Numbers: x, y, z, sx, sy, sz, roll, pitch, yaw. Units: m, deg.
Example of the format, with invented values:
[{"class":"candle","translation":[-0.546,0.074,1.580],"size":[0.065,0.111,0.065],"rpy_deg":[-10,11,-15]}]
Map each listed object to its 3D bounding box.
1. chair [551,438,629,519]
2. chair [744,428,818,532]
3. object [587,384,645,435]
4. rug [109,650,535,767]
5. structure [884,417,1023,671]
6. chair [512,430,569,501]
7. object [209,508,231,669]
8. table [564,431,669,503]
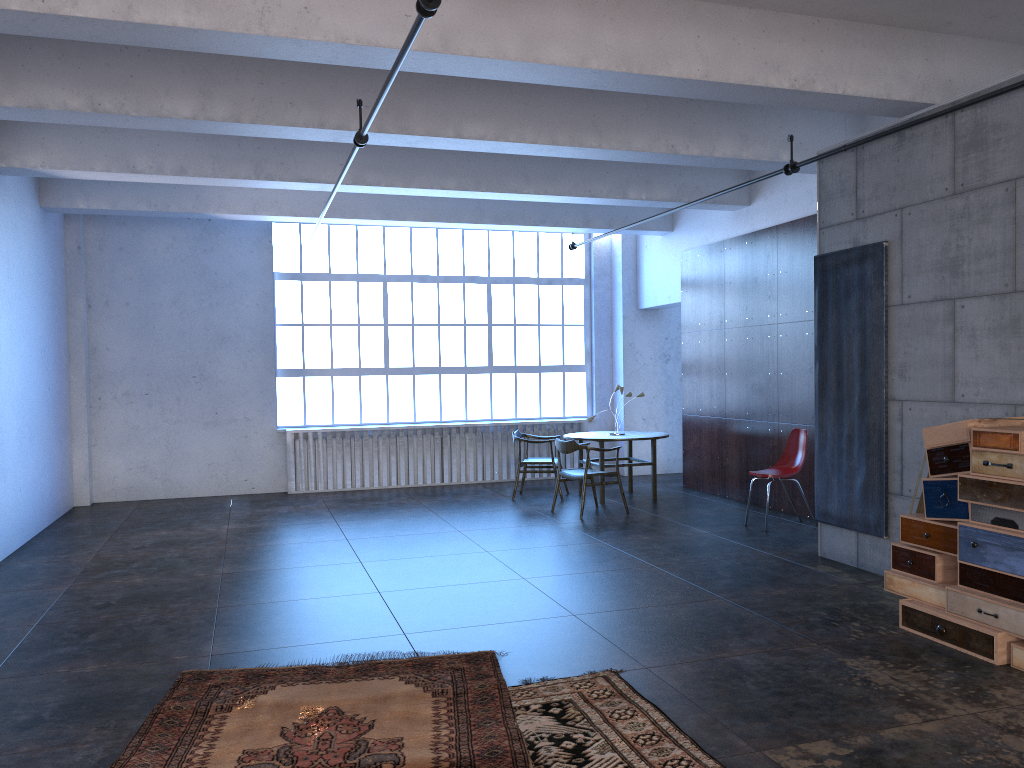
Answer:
[{"class":"chair","translation":[0.857,1.029,9.908],"size":[0.685,0.865,0.714],"rpy_deg":[-2,2,-31]},{"class":"chair","translation":[2.707,0.948,8.858],"size":[0.664,0.988,0.422],"rpy_deg":[-2,2,-18]},{"class":"object","translation":[1.301,0.315,11.017],"size":[0.783,0.625,0.237],"rpy_deg":[-1,2,-16]},{"class":"rug","translation":[-0.747,1.532,3.304],"size":[1.887,0.048,3.499],"rpy_deg":[-1,1,-8]},{"class":"structure","translation":[2.804,0.826,4.757],"size":[0.646,1.316,1.888],"rpy_deg":[-2,1,-17]},{"class":"chair","translation":[0.356,1.020,11.203],"size":[0.669,0.865,0.732],"rpy_deg":[-1,2,9]},{"class":"object","translation":[4.436,1.658,0.475],"size":[19.988,0.001,26.851],"rpy_deg":[-1,1,-17]},{"class":"table","translation":[1.306,1.057,11.055],"size":[1.288,0.852,1.331],"rpy_deg":[0,1,26]}]
